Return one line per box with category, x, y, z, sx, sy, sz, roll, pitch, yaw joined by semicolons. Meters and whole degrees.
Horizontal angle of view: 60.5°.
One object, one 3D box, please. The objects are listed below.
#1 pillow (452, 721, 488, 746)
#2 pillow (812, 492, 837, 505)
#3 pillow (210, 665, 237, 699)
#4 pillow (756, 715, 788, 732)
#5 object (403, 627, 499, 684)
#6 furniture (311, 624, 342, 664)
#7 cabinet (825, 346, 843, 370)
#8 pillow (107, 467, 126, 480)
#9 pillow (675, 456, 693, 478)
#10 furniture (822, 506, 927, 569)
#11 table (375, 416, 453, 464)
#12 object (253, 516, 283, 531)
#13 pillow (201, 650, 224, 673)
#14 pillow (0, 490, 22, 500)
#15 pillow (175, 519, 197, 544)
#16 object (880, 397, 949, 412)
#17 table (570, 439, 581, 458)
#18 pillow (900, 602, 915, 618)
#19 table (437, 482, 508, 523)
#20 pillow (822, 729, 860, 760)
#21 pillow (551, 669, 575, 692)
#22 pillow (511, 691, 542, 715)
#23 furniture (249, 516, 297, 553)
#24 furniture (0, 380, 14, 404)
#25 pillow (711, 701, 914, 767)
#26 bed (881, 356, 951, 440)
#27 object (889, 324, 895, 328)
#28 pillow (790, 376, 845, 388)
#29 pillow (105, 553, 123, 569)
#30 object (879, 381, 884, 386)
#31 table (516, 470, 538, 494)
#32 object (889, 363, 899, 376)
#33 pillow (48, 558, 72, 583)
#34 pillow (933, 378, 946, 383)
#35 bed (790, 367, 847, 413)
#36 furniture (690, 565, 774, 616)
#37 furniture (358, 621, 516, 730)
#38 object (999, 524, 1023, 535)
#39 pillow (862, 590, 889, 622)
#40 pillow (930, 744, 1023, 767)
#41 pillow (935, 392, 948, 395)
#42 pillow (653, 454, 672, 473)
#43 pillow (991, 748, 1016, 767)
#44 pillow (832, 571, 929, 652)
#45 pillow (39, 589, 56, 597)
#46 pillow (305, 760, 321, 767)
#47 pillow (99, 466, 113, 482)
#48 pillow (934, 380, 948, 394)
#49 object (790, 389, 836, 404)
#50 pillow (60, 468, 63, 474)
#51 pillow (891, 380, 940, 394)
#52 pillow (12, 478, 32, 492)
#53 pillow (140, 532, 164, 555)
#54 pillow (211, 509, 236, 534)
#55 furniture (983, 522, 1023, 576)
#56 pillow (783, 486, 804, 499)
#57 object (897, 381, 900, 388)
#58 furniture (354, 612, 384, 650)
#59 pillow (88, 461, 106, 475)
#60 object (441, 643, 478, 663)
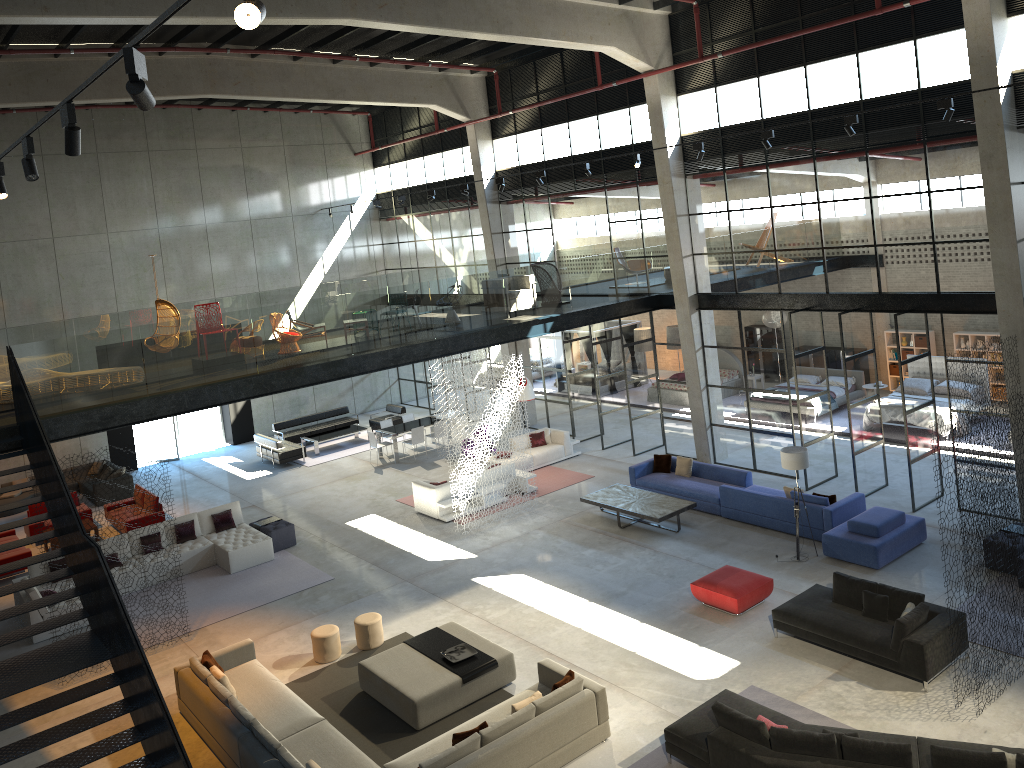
pillow;-0.441;3.735;9.177;0.414;0.355;0.269;-10;6;-27
pillow;5.328;2.024;14.915;0.397;0.369;0.263;-2;6;31
pillow;-3.613;3.754;10.984;0.209;0.378;0.401;-10;7;-38
pillow;2.614;3.468;8.693;0.201;0.306;0.341;-11;8;-41
object;-0.833;3.531;11.516;0.542;0.086;1.475;-14;13;-36
furniture;-2.656;3.711;12.546;0.404;0.397;0.402;-9;7;-22
cabinet;9.388;-0.478;25.749;0.455;1.149;2.084;-9;8;-37
pillow;-10.215;2.416;22.543;0.550;0.373;0.645;-9;9;-15
pillow;3.492;1.685;17.821;0.209;0.378;0.402;-9;7;-36
furniture;5.821;2.356;14.105;1.556;0.550;0.950;-14;11;-37
table;-2.621;1.470;23.605;1.825;0.752;0.901;-13;10;-37
object;-4.904;2.804;17.641;0.525;0.099;0.300;-16;13;-42
pillow;-3.913;3.707;11.442;0.260;0.368;0.402;-8;7;-15
pillow;-12.890;2.835;22.552;0.417;0.134;0.416;-7;10;-3
pillow;-6.343;2.876;17.060;0.411;0.374;0.192;-12;6;-37
object;9.289;0.699;20.170;0.659;0.652;2.286;-11;11;-33
table;1.296;1.560;21.809;0.304;0.366;0.902;-11;10;-37
pillow;4.800;2.863;10.686;0.207;0.313;0.347;-4;7;31
table;-0.807;2.462;18.231;1.589;0.366;0.300;-14;9;-37
pillow;3.161;3.460;8.393;0.354;0.318;0.200;-4;5;21
pillow;0.550;3.486;9.938;0.258;0.368;0.405;-3;7;31
pillow;0.147;3.595;9.571;0.406;0.379;0.207;-11;6;-36
furniture;-4.789;2.993;17.545;0.516;0.451;0.959;-13;11;-42
furniture;-7.637;-0.102;15.084;2.499;0.469;0.923;-9;9;-15
pillow;2.842;3.485;8.454;1.886;0.416;0.441;0;9;32
bed;9.622;0.268;20.457;2.346;1.406;2.220;-13;10;-37
object;10.522;-1.581;24.233;0.054;0.150;0.233;-9;8;-39
pillow;8.278;-0.063;23.690;0.555;0.310;1.931;-13;12;-36
pillow;-7.383;3.269;16.112;0.388;0.229;0.326;-13;10;-37
object;9.208;-0.014;21.930;0.167;0.089;0.171;-4;9;14
table;0.070;2.131;19.482;0.304;0.366;1.203;-11;10;-37
object;10.608;-0.403;24.104;0.328;0.295;0.324;-12;8;-37
pillow;-8.061;3.325;15.726;0.406;0.380;0.197;-12;6;-38
pillow;10.050;0.027;21.244;0.495;0.319;1.054;-12;11;-37
bed;7.744;0.234;23.202;2.426;0.862;2.260;-14;12;-37
furniture;3.225;3.006;12.836;0.865;0.373;0.856;-13;11;-37
furniture;-0.980;3.737;11.395;1.556;0.395;1.450;-14;12;-36
object;7.633;2.234;13.142;0.304;0.099;0.519;-12;12;-31
pillow;4.606;2.808;11.123;0.189;0.305;0.343;-10;8;-39
pillow;4.413;3.439;7.746;1.295;0.407;0.275;-2;6;23
pillow;10.469;0.186;20.502;0.724;0.328;0.961;-13;12;-36
pillow;3.126;1.655;18.228;0.397;0.369;0.263;-2;6;31
pillow;4.495;3.419;7.875;0.340;0.298;0.224;-3;6;26
pillow;4.718;2.795;11.033;0.744;0.414;1.602;-8;10;-8
pillow;-7.722;3.520;14.652;0.339;0.286;0.348;-8;7;-11
pillow;-1.874;3.979;8.725;0.209;0.378;0.402;-9;7;-36
pillow;-10.716;2.383;23.172;0.326;0.309;0.408;-11;9;-35
pillow;10.396;0.106;20.456;0.700;0.289;0.981;-13;12;-34
object;7.273;0.348;22.822;0.727;0.245;2.114;-14;13;-36
pillow;-12.214;2.470;23.430;0.422;0.327;0.318;-12;8;-37
pillow;9.753;0.083;21.134;0.673;0.370;1.028;-12;11;-33
pillow;-12.801;2.652;22.925;0.429;0.308;0.329;-12;9;-35
pillow;-6.839;3.036;16.668;0.388;0.332;0.219;-11;7;-35
pillow;-5.750;2.738;17.509;0.418;0.342;0.235;-12;7;-38
furniture;7.536;2.442;13.073;0.970;0.452;0.510;-12;9;-32
pillow;4.962;1.985;15.322;0.209;0.378;0.402;-9;7;-36
object;10.650;0.036;24.094;0.139;0.234;0.140;-6;4;-1
furniture;-2.083;3.601;12.794;0.399;0.397;0.407;-1;9;42
pillow;-11.320;2.285;23.939;0.407;0.313;0.347;-3;8;25
object;-0.682;3.480;11.319;0.390;0.035;0.387;-13;12;-33
